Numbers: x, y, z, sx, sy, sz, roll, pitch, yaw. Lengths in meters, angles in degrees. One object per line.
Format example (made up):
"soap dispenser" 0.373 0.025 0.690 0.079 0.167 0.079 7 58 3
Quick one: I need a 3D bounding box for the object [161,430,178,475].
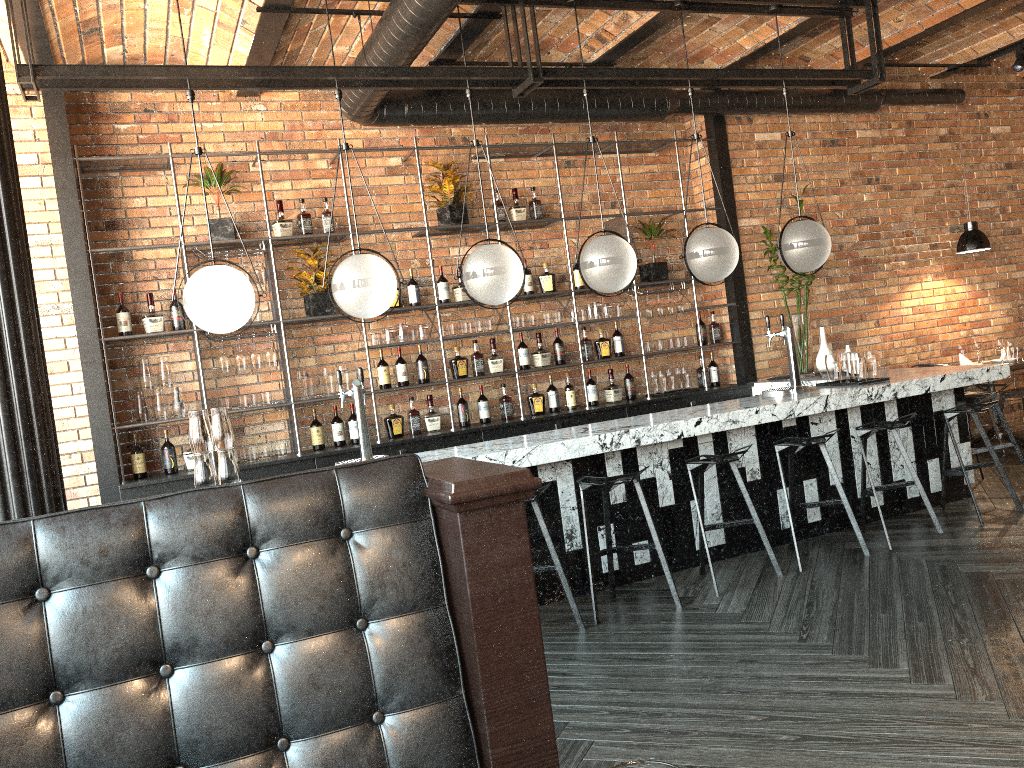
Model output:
"object" -2.291 0.452 5.918 0.086 0.297 0.086 -7 2 11

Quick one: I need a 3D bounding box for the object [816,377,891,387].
"object" 2.309 -0.013 6.024 0.273 0.019 0.437 -8 2 -23

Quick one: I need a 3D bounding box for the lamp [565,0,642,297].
"lamp" 0.475 -1.384 5.201 0.340 1.754 0.340 -7 2 23

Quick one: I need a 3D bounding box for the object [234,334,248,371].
"object" -1.852 -0.213 6.046 0.092 0.244 0.092 -8 2 -17

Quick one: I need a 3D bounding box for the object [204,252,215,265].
"object" -2.027 -0.766 5.987 0.092 0.244 0.092 -8 2 -17

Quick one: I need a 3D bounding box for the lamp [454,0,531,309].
"lamp" -0.194 -1.288 4.919 0.340 1.754 0.340 -7 2 23

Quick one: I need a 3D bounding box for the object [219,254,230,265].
"object" -1.989 -0.776 6.181 0.092 0.244 0.092 -8 2 -17

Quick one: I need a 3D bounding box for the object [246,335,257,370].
"object" -1.824 -0.222 6.236 0.092 0.244 0.092 -8 2 -17

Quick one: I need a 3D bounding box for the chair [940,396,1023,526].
"chair" 2.877 0.469 5.621 0.475 0.737 0.414 -9 2 -33

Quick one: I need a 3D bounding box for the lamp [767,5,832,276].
"lamp" 1.815 -1.577 5.764 0.340 1.754 0.340 -7 2 23

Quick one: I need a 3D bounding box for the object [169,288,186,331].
"object" -2.263 -0.497 5.984 0.086 0.299 0.086 -7 2 26

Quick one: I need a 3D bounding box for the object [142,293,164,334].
"object" -2.396 -0.466 5.909 0.123 0.279 0.123 -9 2 -34

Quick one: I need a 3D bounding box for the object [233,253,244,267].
"object" -1.899 -0.789 6.219 0.092 0.244 0.092 -8 2 -17

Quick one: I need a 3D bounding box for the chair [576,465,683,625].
"chair" 0.549 0.803 4.642 0.475 0.737 0.414 -8 2 -13

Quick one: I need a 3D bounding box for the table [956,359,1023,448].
"table" 4.333 0.198 7.974 0.872 0.758 0.872 -8 2 -23

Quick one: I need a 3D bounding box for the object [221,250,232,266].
"object" -1.926 -0.780 6.029 0.092 0.244 0.092 -8 2 -17

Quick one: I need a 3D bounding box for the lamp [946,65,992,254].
"lamp" 4.031 -2.008 7.926 0.291 1.653 0.291 -6 2 42

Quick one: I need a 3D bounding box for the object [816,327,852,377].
"object" 2.553 -0.263 6.988 0.316 0.397 0.319 -7 2 26

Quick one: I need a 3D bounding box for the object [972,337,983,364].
"object" 4.242 -0.299 8.073 0.092 0.244 0.092 -8 2 -17

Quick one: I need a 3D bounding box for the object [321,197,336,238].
"object" -1.330 -1.201 6.387 0.083 0.282 0.083 -8 2 -8

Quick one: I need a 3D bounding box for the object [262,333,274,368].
"object" -1.730 -0.235 6.276 0.092 0.244 0.092 -8 2 -17

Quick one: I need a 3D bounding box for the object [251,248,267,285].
"object" -1.741 -0.807 6.107 0.092 0.244 0.092 -8 2 -17

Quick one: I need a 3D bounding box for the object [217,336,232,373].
"object" -1.952 -0.198 6.004 0.092 0.244 0.092 -8 2 -17

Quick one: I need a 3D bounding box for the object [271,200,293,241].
"object" -1.626 -1.156 6.264 0.123 0.279 0.123 -9 2 -34

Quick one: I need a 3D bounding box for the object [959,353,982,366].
"object" 4.059 -0.210 7.891 0.232 0.139 0.232 -8 2 -29

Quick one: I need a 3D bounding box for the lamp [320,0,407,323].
"lamp" -0.864 -1.191 4.638 0.340 1.754 0.340 -7 2 23

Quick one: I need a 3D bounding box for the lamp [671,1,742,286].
"lamp" 1.145 -1.480 5.483 0.340 1.754 0.340 -7 2 23

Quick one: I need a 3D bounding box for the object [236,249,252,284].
"object" -1.836 -0.793 6.067 0.092 0.244 0.092 -8 2 -17

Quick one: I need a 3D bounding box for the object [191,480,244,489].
"object" -1.469 0.530 4.437 0.273 0.019 0.437 -8 2 -23

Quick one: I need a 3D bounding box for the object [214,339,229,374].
"object" -2.015 -0.194 6.156 0.092 0.244 0.092 -8 2 -17

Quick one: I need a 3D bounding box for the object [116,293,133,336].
"object" -2.578 -0.452 5.882 0.086 0.298 0.086 -7 2 26

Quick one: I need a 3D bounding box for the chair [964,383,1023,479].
"chair" 3.403 0.376 6.423 0.414 0.737 0.475 -8 2 -18

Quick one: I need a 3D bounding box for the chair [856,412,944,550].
"chair" 2.234 0.561 5.351 0.475 0.737 0.414 -8 2 -28

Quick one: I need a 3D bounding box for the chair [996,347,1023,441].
"chair" 4.855 0.070 8.258 0.558 0.857 0.504 -8 2 -28

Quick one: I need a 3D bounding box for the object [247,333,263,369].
"object" -1.761 -0.226 6.084 0.092 0.244 0.092 -8 2 -17

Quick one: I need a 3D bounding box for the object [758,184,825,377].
"object" 2.355 -0.830 7.315 0.584 1.546 0.673 -7 2 16

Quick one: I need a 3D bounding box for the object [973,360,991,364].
"object" 4.386 -0.210 8.300 0.255 0.019 0.157 -8 2 -22

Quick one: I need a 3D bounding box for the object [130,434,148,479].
"object" -2.478 0.479 5.873 0.086 0.299 0.086 -7 2 26

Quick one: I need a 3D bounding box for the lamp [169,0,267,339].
"lamp" -1.534 -1.095 4.356 0.340 1.754 0.340 -7 2 23

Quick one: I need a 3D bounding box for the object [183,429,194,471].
"object" -2.151 0.442 5.989 0.123 0.279 0.123 -8 2 -9

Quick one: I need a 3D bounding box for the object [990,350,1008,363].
"object" 4.468 -0.269 8.056 0.232 0.139 0.232 -7 2 10

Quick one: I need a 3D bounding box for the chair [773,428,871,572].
"chair" 1.701 0.638 5.127 0.475 0.737 0.414 -8 2 -18

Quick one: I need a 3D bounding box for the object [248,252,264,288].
"object" -1.804 -0.803 6.259 0.092 0.244 0.092 -8 2 -17

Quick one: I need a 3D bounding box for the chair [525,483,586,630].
"chair" 0.018 0.880 4.419 0.475 0.737 0.414 -8 2 -28

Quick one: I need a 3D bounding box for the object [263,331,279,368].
"object" -1.666 -0.239 6.124 0.092 0.244 0.092 -8 2 -17

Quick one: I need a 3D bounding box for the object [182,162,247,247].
"object" -2.028 -1.238 6.125 0.377 0.554 0.422 -9 2 -35

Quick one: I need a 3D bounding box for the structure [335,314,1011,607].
"structure" 0.571 0.415 5.863 5.346 1.430 1.930 -8 2 -23

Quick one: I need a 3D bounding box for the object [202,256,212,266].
"object" -2.090 -0.762 6.139 0.092 0.244 0.092 -8 2 -17

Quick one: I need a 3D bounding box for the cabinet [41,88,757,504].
"cabinet" -1.259 -0.481 6.356 7.075 3.779 0.564 -8 2 -23

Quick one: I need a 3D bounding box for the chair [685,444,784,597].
"chair" 1.135 0.719 4.889 0.475 0.737 0.414 -8 2 -28

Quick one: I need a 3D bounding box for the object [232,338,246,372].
"object" -1.915 -0.209 6.198 0.092 0.244 0.092 -8 2 -17

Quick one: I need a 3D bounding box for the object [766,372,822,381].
"object" 2.433 -0.067 7.359 0.622 0.014 0.622 -6 2 40

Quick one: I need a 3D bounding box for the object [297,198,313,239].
"object" -1.481 -1.179 6.323 0.083 0.282 0.083 -9 2 -38

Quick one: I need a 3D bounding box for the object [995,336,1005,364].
"object" 4.312 -0.301 7.819 0.092 0.244 0.092 -8 2 -17

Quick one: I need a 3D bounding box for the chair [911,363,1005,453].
"chair" 3.877 0.213 7.787 0.558 0.857 0.504 -8 2 -23
